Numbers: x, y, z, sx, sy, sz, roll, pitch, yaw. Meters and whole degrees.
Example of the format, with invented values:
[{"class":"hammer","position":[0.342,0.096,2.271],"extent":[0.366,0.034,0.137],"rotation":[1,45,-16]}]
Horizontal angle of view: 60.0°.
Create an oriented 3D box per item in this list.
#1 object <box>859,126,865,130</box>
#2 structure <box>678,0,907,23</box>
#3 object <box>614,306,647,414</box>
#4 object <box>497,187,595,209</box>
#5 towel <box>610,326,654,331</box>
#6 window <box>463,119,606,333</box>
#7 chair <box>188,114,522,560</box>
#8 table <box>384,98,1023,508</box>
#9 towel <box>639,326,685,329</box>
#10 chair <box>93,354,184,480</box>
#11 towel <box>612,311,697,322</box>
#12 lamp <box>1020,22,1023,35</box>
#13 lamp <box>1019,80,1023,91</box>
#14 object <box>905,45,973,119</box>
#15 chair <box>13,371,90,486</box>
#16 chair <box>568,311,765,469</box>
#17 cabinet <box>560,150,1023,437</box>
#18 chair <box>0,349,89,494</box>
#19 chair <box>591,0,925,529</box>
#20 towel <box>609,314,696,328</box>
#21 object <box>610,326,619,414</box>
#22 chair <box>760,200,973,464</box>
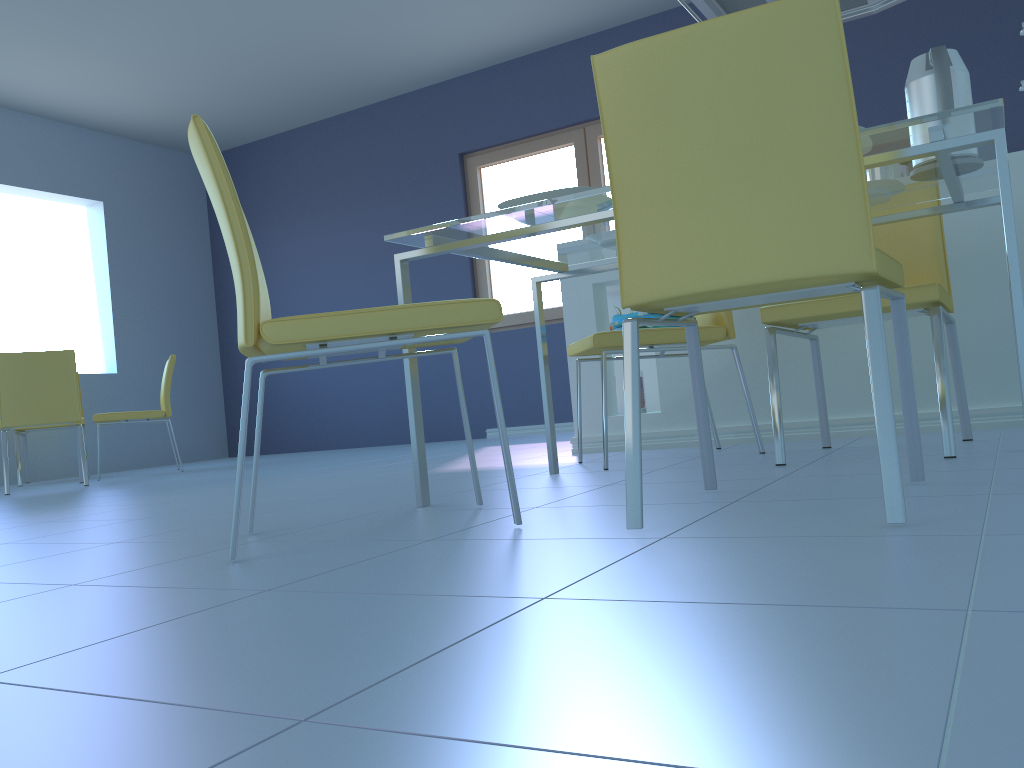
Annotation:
[{"class":"object","position":[0.527,-0.413,1.600],"extent":[0.228,0.020,0.228],"rotation":[-6,-2,26]},{"class":"structure","position":[1.046,-1.848,3.160],"extent":[0.895,0.962,0.695],"rotation":[-6,-2,30]},{"class":"object","position":[0.435,-0.101,3.237],"extent":[0.067,0.423,0.229],"rotation":[-5,-2,-30]},{"class":"object","position":[0.097,-0.366,1.845],"extent":[0.228,0.020,0.228],"rotation":[-6,-2,26]},{"class":"towel","position":[0.417,-0.170,2.639],"extent":[0.195,0.024,0.201],"rotation":[-4,-2,-35]},{"class":"window","position":[0.356,-1.036,5.804],"extent":[1.475,1.263,0.142],"rotation":[-6,-2,30]},{"class":"chair","position":[-0.290,-0.087,1.592],"extent":[0.484,0.695,0.387],"rotation":[-5,-2,-12]},{"class":"table","position":[0.436,-0.089,1.927],"extent":[1.173,0.590,0.730],"rotation":[-6,-2,30]},{"class":"towel","position":[0.420,-0.157,2.644],"extent":[0.195,0.024,0.201],"rotation":[-4,-2,-41]},{"class":"chair","position":[-2.248,0.196,5.326],"extent":[0.484,0.699,0.387],"rotation":[-5,-2,-24]},{"class":"towel","position":[0.419,-0.202,2.641],"extent":[0.195,0.033,0.190],"rotation":[-4,-2,-34]},{"class":"lamp","position":[2.000,-1.347,3.106],"extent":[0.400,0.134,0.037],"rotation":[-6,-2,30]},{"class":"lamp","position":[2.378,-1.365,3.773],"extent":[0.400,0.134,0.037],"rotation":[-6,-2,30]},{"class":"object","position":[0.854,-0.541,1.758],"extent":[0.132,0.222,0.146],"rotation":[-5,-2,-18]},{"class":"chair","position":[-2.904,0.263,5.597],"extent":[0.387,0.695,0.484],"rotation":[-5,-2,-24]},{"class":"chair","position":[0.438,-0.128,2.650],"extent":[0.484,0.695,0.387],"rotation":[-5,-1,-7]},{"class":"cabinet","position":[1.525,-0.248,3.826],"extent":[2.139,0.800,2.200],"rotation":[-6,-2,30]},{"class":"chair","position":[-2.451,0.195,4.616],"extent":[0.387,0.695,0.484],"rotation":[-5,-2,-29]},{"class":"chair","position":[0.399,-0.157,1.408],"extent":[0.387,0.695,0.484],"rotation":[-6,-2,27]},{"class":"towel","position":[0.418,-0.186,2.642],"extent":[0.195,0.027,0.192],"rotation":[-4,-2,-39]},{"class":"object","position":[0.399,-0.061,3.538],"extent":[0.050,0.365,0.085],"rotation":[-6,-2,28]},{"class":"chair","position":[0.876,-0.181,2.197],"extent":[0.387,0.695,0.484],"rotation":[-6,-2,32]}]
